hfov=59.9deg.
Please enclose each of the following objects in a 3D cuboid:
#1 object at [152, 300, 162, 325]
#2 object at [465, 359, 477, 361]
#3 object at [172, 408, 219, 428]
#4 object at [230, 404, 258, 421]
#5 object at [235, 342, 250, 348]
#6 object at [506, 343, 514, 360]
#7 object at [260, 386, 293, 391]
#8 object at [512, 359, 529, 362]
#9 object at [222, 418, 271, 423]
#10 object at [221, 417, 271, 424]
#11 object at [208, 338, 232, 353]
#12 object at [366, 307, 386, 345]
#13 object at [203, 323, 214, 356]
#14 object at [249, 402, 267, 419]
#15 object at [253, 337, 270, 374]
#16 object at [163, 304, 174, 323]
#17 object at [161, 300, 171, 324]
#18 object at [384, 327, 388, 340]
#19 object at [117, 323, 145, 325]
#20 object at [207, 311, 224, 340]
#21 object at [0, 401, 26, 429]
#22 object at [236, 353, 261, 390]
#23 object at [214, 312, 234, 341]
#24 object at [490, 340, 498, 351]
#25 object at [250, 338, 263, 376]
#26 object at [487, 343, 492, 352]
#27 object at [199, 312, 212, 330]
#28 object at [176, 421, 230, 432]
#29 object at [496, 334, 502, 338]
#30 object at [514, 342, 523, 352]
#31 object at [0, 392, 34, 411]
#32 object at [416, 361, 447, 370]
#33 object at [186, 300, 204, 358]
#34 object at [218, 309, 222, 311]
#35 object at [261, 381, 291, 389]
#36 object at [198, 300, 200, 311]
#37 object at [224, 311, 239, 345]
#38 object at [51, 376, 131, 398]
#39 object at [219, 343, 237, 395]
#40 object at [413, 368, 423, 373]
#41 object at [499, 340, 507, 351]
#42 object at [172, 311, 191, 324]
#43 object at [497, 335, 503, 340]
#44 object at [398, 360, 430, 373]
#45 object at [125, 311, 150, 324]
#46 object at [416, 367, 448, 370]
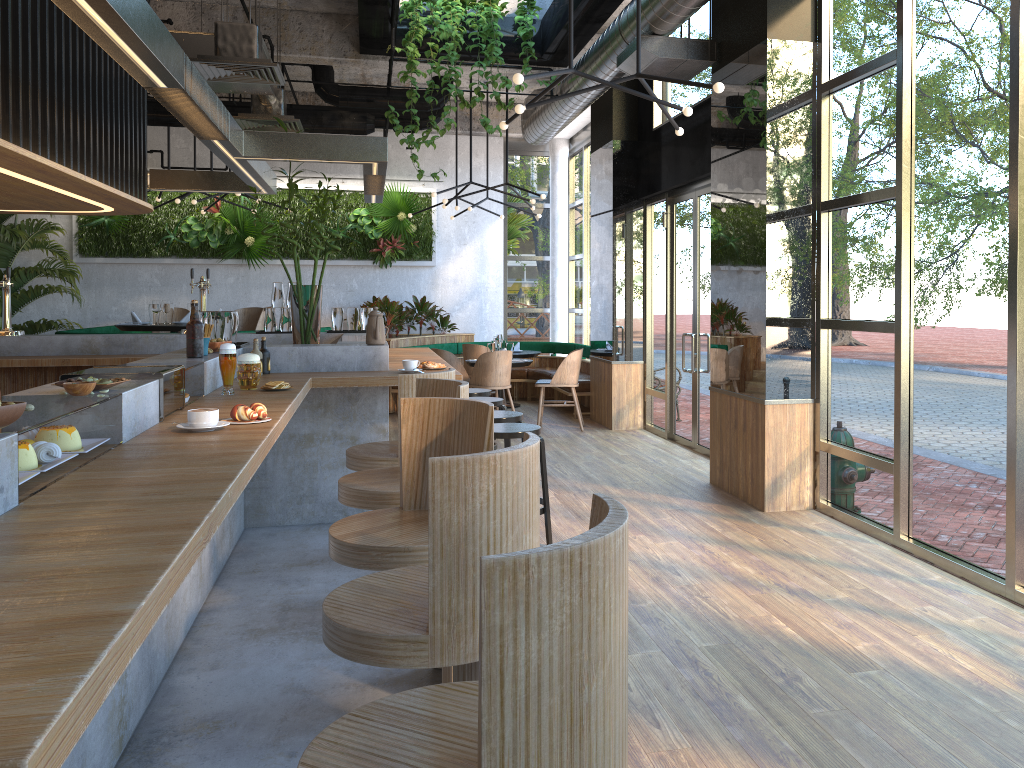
[{"bbox_3d":[-3.612,-0.727,9.020,0.090,0.244,0.095,0,2,17],"label":"object"},{"bbox_3d":[-0.418,-0.288,10.572,0.265,0.019,0.152,-3,6,-27],"label":"object"},{"bbox_3d":[-1.028,0.113,2.893,0.138,0.063,0.107,-3,5,-32],"label":"object"},{"bbox_3d":[-0.945,0.100,3.100,0.073,0.059,0.125,-3,6,-42],"label":"object"},{"bbox_3d":[-1.708,-0.226,5.203,0.278,0.018,0.430,-1,6,-11],"label":"object"},{"bbox_3d":[-0.028,-0.391,10.663,0.101,0.208,0.110,1,2,28],"label":"object"},{"bbox_3d":[-1.110,0.022,4.189,0.157,0.013,0.143,-5,7,-40],"label":"object"},{"bbox_3d":[0.053,-0.282,10.510,0.244,0.019,0.165,4,6,33],"label":"object"},{"bbox_3d":[-0.931,0.126,3.112,0.118,0.005,0.125,3,6,28],"label":"object"},{"bbox_3d":[-0.931,0.128,3.108,0.167,0.005,0.167,0,5,0],"label":"object"},{"bbox_3d":[-1.579,-0.201,4.632,0.192,0.072,0.229,1,5,9],"label":"object"},{"bbox_3d":[-0.828,-0.355,5.421,0.124,0.233,0.205,-2,3,-43],"label":"object"},{"bbox_3d":[-1.530,-0.221,4.386,0.104,0.161,0.106,1,2,23],"label":"object"},{"bbox_3d":[-0.896,0.097,3.127,0.062,0.059,0.072,-1,4,-21],"label":"object"},{"bbox_3d":[-1.440,-0.161,5.057,0.069,0.214,0.167,0,3,15],"label":"object"},{"bbox_3d":[-3.653,-0.748,9.443,0.102,0.208,0.109,1,2,23],"label":"object"},{"bbox_3d":[-3.619,-0.752,9.282,0.097,0.244,0.088,-1,2,-40],"label":"object"},{"bbox_3d":[-0.839,-0.317,5.621,0.101,0.119,0.086,0,2,-3],"label":"object"},{"bbox_3d":[-3.815,-0.603,8.913,0.260,0.019,0.155,-1,5,-12],"label":"object"},{"bbox_3d":[-1.735,-0.321,5.199,0.102,0.208,0.109,1,2,23],"label":"object"},{"bbox_3d":[-1.122,0.068,1.794,0.192,0.072,0.229,1,5,9],"label":"object"},{"bbox_3d":[-1.245,-0.058,4.200,0.114,0.171,0.134,-1,3,-17],"label":"object"},{"bbox_3d":[-1.655,-0.311,5.098,0.101,0.208,0.110,1,2,33],"label":"object"},{"bbox_3d":[-0.208,-0.391,10.466,0.095,0.244,0.090,-1,1,-17],"label":"object"},{"bbox_3d":[-1.438,-0.151,4.985,0.074,0.209,0.067,-1,2,-44],"label":"object"},{"bbox_3d":[-0.246,-0.383,10.575,0.108,0.208,0.103,0,2,-12],"label":"object"},{"bbox_3d":[-1.768,-0.308,5.063,0.101,0.208,0.110,1,2,33],"label":"object"},{"bbox_3d":[-1.007,0.141,2.897,0.165,0.020,0.157,-1,6,-15],"label":"object"},{"bbox_3d":[-0.178,-0.572,12.369,0.096,0.244,0.089,-1,2,-29],"label":"object"},{"bbox_3d":[0.032,-0.509,12.321,0.242,0.138,0.224,-2,5,-28],"label":"object"},{"bbox_3d":[-1.240,0.019,2.138,0.086,0.106,0.161,2,4,35],"label":"object"},{"bbox_3d":[-0.502,-0.118,5.455,0.156,0.052,0.160,3,6,33],"label":"object"},{"bbox_3d":[-1.508,-0.263,4.221,0.072,0.276,0.078,0,1,25],"label":"object"},{"bbox_3d":[-3.984,-0.944,11.929,0.242,0.138,0.224,-2,5,-28],"label":"object"},{"bbox_3d":[-1.112,0.007,4.187,0.094,0.041,0.146,2,5,23],"label":"object"},{"bbox_3d":[-3.874,-0.912,10.969,0.096,0.244,0.089,-1,2,-29],"label":"object"},{"bbox_3d":[-1.693,-0.332,5.319,0.101,0.208,0.110,1,2,33],"label":"object"},{"bbox_3d":[-1.244,-0.019,2.394,0.213,0.134,0.798,0,5,-3],"label":"object"},{"bbox_3d":[-1.271,-0.067,3.972,0.072,0.231,0.077,0,1,21],"label":"object"},{"bbox_3d":[-0.533,-0.073,5.103,0.030,0.027,0.130,-2,6,-33],"label":"object"},{"bbox_3d":[-0.110,-0.396,10.515,0.097,0.244,0.088,-1,2,-43],"label":"object"},{"bbox_3d":[-3.409,-0.688,9.233,0.229,0.138,0.237,1,4,11],"label":"object"},{"bbox_3d":[-0.170,-0.547,12.108,0.096,0.244,0.089,-1,2,-29],"label":"object"},{"bbox_3d":[-0.517,-0.114,5.307,0.176,0.072,0.431,2,6,25],"label":"object"},{"bbox_3d":[-3.851,-0.678,9.128,0.240,0.138,0.227,-1,4,-18],"label":"object"},{"bbox_3d":[-0.496,-0.098,5.449,0.199,0.013,0.214,2,6,25],"label":"object"}]
